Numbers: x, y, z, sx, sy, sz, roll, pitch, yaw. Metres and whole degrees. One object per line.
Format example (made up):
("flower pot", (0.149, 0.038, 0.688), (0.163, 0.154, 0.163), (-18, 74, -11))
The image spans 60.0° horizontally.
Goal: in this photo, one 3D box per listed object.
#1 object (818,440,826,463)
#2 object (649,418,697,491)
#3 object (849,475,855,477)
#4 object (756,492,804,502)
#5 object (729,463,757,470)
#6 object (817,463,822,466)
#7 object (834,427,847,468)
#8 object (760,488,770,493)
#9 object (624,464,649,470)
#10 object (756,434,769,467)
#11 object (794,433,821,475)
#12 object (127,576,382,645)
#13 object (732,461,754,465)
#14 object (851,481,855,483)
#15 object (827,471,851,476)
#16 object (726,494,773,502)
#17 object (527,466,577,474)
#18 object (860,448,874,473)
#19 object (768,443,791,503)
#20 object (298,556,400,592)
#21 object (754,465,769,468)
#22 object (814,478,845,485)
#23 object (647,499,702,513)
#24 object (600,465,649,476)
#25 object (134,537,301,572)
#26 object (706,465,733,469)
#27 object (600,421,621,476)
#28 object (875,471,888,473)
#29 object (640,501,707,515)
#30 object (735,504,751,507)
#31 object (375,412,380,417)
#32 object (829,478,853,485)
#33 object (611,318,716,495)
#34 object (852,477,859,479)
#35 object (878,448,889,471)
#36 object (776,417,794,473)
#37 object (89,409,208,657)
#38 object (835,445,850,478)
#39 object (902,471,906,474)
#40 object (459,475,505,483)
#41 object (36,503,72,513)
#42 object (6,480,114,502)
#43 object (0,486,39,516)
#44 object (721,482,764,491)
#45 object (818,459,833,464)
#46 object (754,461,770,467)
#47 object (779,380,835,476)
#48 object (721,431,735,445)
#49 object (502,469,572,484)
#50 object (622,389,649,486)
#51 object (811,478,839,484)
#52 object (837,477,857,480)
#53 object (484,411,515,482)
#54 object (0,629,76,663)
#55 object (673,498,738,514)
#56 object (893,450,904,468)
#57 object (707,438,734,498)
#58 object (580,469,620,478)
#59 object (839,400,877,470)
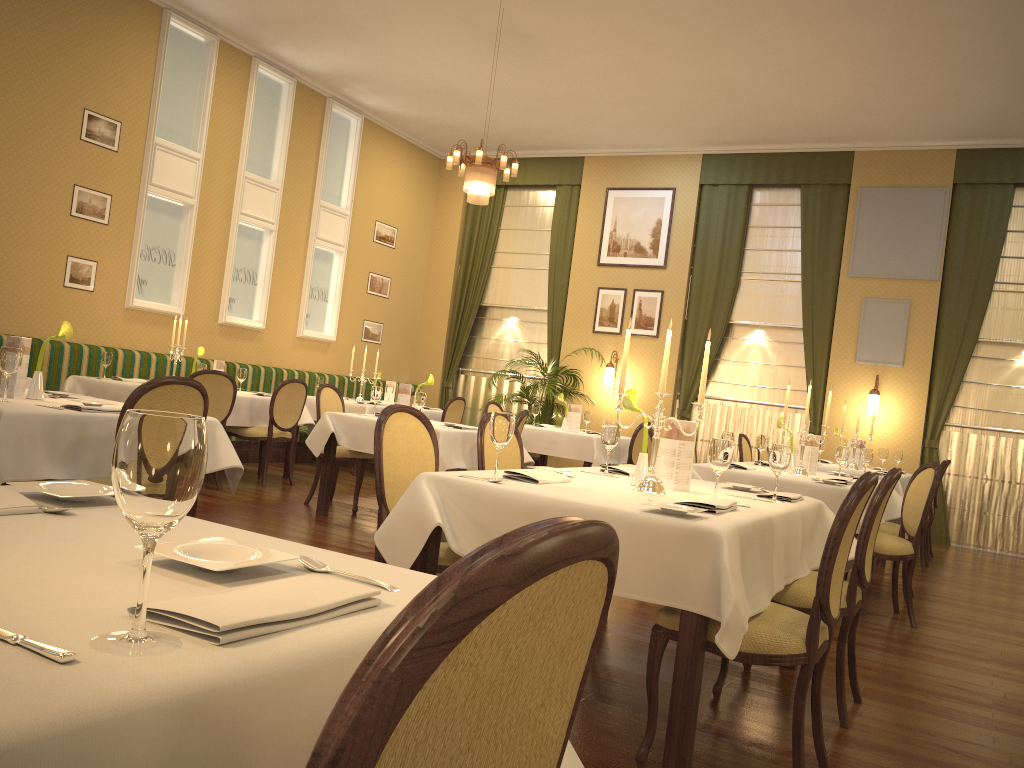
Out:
("object", (3.078, 0.673, 8.837), (0.088, 0.229, 0.088), (7, -1, -14))
("object", (0.635, 0.277, 3.462), (0.166, 0.277, 0.081), (7, -1, 0))
("object", (2.580, 0.690, 6.559), (0.181, 0.015, 0.038), (7, -1, 30))
("object", (1.123, 0.469, 3.709), (0.142, 0.024, 0.273), (7, -1, 28))
("object", (1.495, 0.538, 5.785), (0.142, 0.033, 0.273), (7, -1, 28))
("object", (2.749, 0.724, 8.140), (0.142, 0.033, 0.273), (7, -1, 28))
("object", (3.149, 0.603, 8.476), (0.076, 0.375, 0.163), (8, -1, -40))
("object", (1.178, 0.481, 3.926), (0.181, 0.015, 0.038), (7, -1, 30))
("object", (0.615, 0.411, 4.275), (0.160, 0.024, 0.160), (7, -1, 28))
("object", (1.824, 0.486, 6.483), (0.088, 0.229, 0.088), (7, -1, -14))
("object", (2.037, 0.486, 6.095), (0.166, 0.277, 0.081), (7, -1, 0))
("object", (-0.292, 0.259, 1.050), (0.142, 0.024, 0.273), (7, -1, 28))
("object", (1.562, 0.553, 6.092), (0.160, 0.024, 0.160), (7, -1, 28))
("object", (2.159, 0.630, 5.796), (0.185, 0.010, 0.017), (7, -1, 28))
("object", (2.410, 0.664, 6.524), (0.160, 0.024, 0.160), (7, -1, 28))
("object", (0.937, 0.448, 3.500), (0.185, 0.010, 0.017), (7, -1, 28))
("object", (0.159, 0.344, 3.459), (0.160, 0.024, 0.160), (7, -1, 28))
("object", (2.461, 0.562, 6.170), (0.088, 0.229, 0.088), (7, -1, -14))
("object", (1.059, 0.353, 3.536), (0.088, 0.229, 0.088), (7, -1, -14))
("object", (-0.237, 0.271, 1.268), (0.181, 0.015, 0.038), (7, -1, 30))
("object", (1.778, 0.590, 6.404), (0.185, 0.010, 0.017), (7, -1, 30))
("object", (1.881, 0.582, 5.251), (0.160, 0.024, 0.160), (7, -1, 28))
("object", (0.509, 0.383, 2.778), (0.181, 0.015, 0.038), (7, -1, 30))
("object", (0.516, 0.393, 4.024), (0.142, 0.033, 0.273), (7, -1, 28))
("object", (-0.408, 0.245, 1.232), (0.160, 0.024, 0.160), (7, -1, 28))
("object", (1.301, 0.517, 5.545), (0.181, 0.015, 0.038), (7, -1, 30))
("object", (0.422, 0.278, 3.850), (0.088, 0.229, 0.088), (7, -1, -14))
("object", (3.290, 0.788, 7.885), (0.142, 0.033, 0.273), (7, -1, 28))
("object", (0.479, 0.373, 2.618), (0.160, 0.024, 0.160), (7, -1, 28))
("object", (0.757, 0.421, 3.162), (0.185, 0.010, 0.017), (7, -1, 28))
("object", (-0.936, 0.248, 6.867), (0.142, 0.033, 0.273), (7, -1, 28))
("object", (2.036, 0.602, 5.531), (0.142, 0.033, 0.273), (7, -1, 28))
("object", (0.546, 0.075, 3.259), (0.390, 0.655, 0.131), (7, -1, -27))
("object", (2.526, 0.677, 6.342), (0.142, 0.024, 0.273), (7, -1, 28))
("object", (3.371, 0.699, 8.064), (0.088, 0.229, 0.088), (7, -1, -14))
("object", (1.895, 0.417, 6.122), (0.076, 0.375, 0.163), (8, -1, -40))
("object", (-0.357, 0.143, 0.878), (0.088, 0.229, 0.088), (7, -1, -14))
("object", (2.118, 0.513, 5.710), (0.088, 0.229, 0.088), (7, -1, -20))
("object", (3.779, 0.864, 8.697), (0.142, 0.024, 0.273), (7, -1, 28))
("object", (-0.101, 0.309, 2.912), (0.181, 0.015, 0.038), (7, -1, 30))
("object", (-0.809, 0.203, 1.505), (0.181, 0.015, 0.038), (7, -1, 30))
("object", (-0.801, 0.201, 1.617), (0.160, 0.024, 0.160), (7, -1, 28))
("object", (-0.900, 0.183, 1.365), (0.142, 0.033, 0.273), (7, -1, 28))
("object", (1.008, 0.456, 3.891), (0.160, 0.024, 0.160), (7, -1, 28))
("object", (3.172, 0.788, 9.012), (0.142, 0.033, 0.273), (7, -1, 28))
("object", (1.918, 0.602, 6.657), (0.142, 0.033, 0.273), (7, -1, 28))
("object", (1.948, 0.284, 5.892), (0.390, 0.655, 0.131), (7, -1, -27))
("object", (1.360, 0.417, 5.621), (0.088, 0.229, 0.088), (7, -1, -14))
("object", (0.093, 0.329, 3.152), (0.142, 0.033, 0.273), (7, -1, 28))
("object", (0.493, 0.209, 3.488), (0.076, 0.375, 0.163), (8, -1, -40))
("object", (1.911, 0.592, 5.412), (0.181, 0.015, 0.038), (7, -1, 30))
("object", (2.339, 0.656, 6.133), (0.185, 0.010, 0.017), (7, -1, 28))
("object", (-0.042, 0.209, 2.988), (0.088, 0.229, 0.088), (7, -1, -14))
("object", (-0.479, 0.238, 0.841), (0.185, 0.010, 0.017), (7, -1, 28))
("object", (0.634, 0.394, 2.898), (0.142, 0.033, 0.273), (7, -1, 28))
("object", (3.669, 0.741, 8.438), (0.088, 0.229, 0.088), (7, -1, -14))
("object", (0.715, 0.305, 3.076), (0.088, 0.229, 0.088), (7, -1, -20))
("object", (0.376, 0.381, 3.771), (0.185, 0.010, 0.017), (7, -1, 30))
("object", (3.202, 0.470, 8.246), (0.390, 0.655, 0.131), (7, -1, -6))
